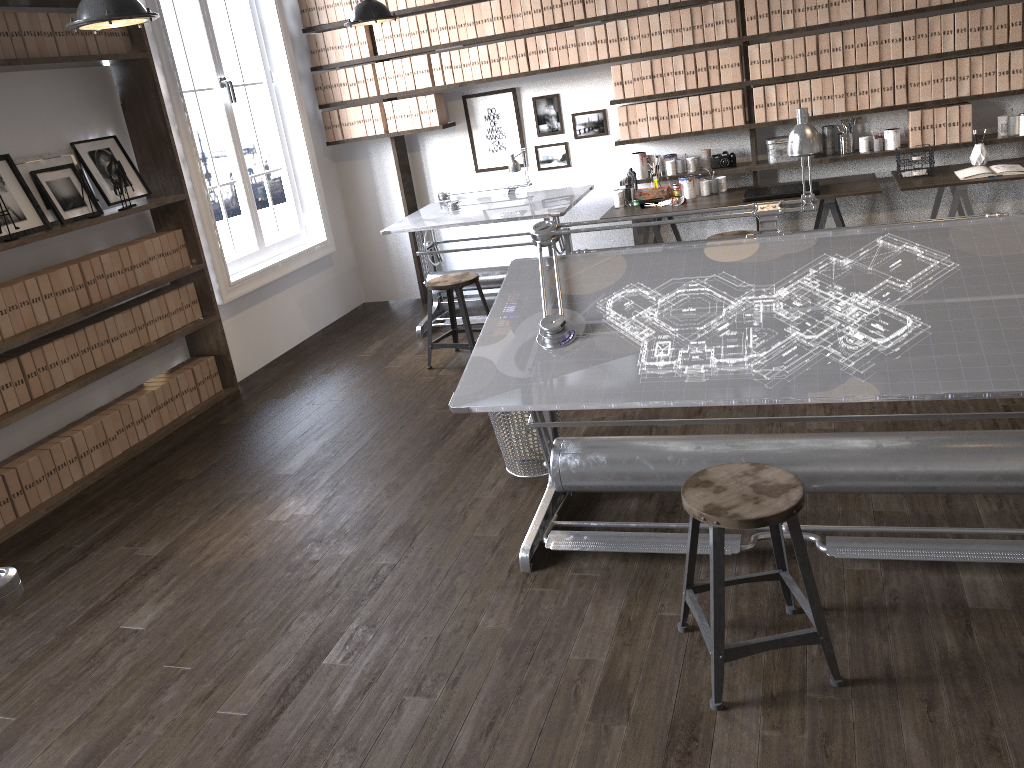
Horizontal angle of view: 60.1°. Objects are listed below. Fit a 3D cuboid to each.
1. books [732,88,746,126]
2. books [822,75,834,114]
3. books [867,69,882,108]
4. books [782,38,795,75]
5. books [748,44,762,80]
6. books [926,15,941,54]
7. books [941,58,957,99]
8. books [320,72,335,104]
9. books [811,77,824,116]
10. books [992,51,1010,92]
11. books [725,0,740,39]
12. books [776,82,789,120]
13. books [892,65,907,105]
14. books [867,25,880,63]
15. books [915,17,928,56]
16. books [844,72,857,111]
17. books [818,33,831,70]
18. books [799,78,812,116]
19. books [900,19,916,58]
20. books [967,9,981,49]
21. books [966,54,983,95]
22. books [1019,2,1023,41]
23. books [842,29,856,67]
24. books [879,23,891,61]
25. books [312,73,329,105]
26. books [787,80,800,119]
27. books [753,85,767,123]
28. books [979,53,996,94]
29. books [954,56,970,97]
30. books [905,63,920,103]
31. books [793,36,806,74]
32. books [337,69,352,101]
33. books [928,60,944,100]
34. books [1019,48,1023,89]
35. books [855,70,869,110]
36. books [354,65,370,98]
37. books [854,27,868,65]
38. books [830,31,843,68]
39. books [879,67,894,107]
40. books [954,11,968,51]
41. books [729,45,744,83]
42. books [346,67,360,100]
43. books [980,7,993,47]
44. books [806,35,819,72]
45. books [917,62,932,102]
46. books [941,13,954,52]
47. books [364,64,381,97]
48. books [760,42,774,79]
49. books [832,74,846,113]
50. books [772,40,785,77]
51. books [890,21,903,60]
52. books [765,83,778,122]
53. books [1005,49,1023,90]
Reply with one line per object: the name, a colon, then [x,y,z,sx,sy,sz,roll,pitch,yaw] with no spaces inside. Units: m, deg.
books: [1.498,-1.826,5.837,0.067,0.222,0.177,-3,19,20]
books: [2.017,-1.847,5.657,0.066,0.222,0.177,-3,19,20]
books: [2.276,-1.856,5.562,0.066,0.222,0.177,-3,19,20]
books: [1.768,-2.084,5.654,0.066,0.222,0.177,-3,19,20]
books: [1.572,-2.077,5.723,0.066,0.222,0.177,-3,19,20]
books: [2.557,-2.115,5.378,0.066,0.222,0.177,-3,19,20]
books: [2.672,-1.870,5.420,0.066,0.222,0.177,-3,19,20]
books: [-1.348,-2.234,6.663,0.066,0.222,0.177,-3,19,20]
books: [1.958,-1.844,5.676,0.066,0.222,0.177,-3,19,20]
books: [2.938,-1.881,5.327,0.067,0.222,0.177,-3,19,20]
books: [1.416,-2.338,5.685,0.066,0.222,0.177,-3,19,20]
books: [1.759,-1.838,5.751,0.066,0.222,0.177,-3,19,20]
books: [2.414,-1.861,5.513,0.067,0.222,0.177,-3,19,20]
books: [2.233,-2.100,5.486,0.067,0.222,0.177,-3,19,20]
books: [2.491,-2.112,5.399,0.066,0.222,0.177,-3,19,20]
books: [2.144,-1.852,5.613,0.066,0.222,0.177,-3,19,20]
books: [1.971,-2.093,5.585,0.066,0.222,0.177,-3,19,20]
books: [1.889,-1.841,5.699,0.067,0.222,0.177,-3,19,20]
books: [2.424,-2.108,5.419,0.067,0.222,0.177,-3,19,20]
books: [2.757,-2.120,5.300,0.067,0.222,0.177,-3,19,20]
books: [2.808,-1.878,5.379,0.066,0.222,0.177,-3,19,20]
books: [3.030,-2.133,5.210,0.066,0.222,0.177,-3,19,20]
books: [2.105,-2.098,5.537,0.066,0.222,0.177,-3,19,20]
books: [2.297,-2.105,5.468,0.066,0.222,0.177,-3,19,20]
books: [-1.414,-2.229,6.681,0.067,0.222,0.177,-3,19,20]
books: [1.824,-1.840,5.726,0.066,0.222,0.177,-3,19,20]
books: [1.623,-1.830,5.792,0.066,0.222,0.177,-3,19,20]
books: [2.873,-1.879,5.354,0.066,0.222,0.177,-3,19,20]
books: [2.741,-1.874,5.399,0.066,0.222,0.177,-3,19,20]
books: [2.485,-1.865,5.493,0.066,0.222,0.177,-3,19,20]
books: [1.831,-2.088,5.635,0.066,0.222,0.177,-3,19,20]
books: [-1.216,-2.238,6.612,0.066,0.222,0.177,-3,19,20]
books: [2.604,-1.867,5.444,0.067,0.222,0.177,-3,19,20]
books: [3.067,-1.887,5.285,0.066,0.222,0.177,-3,19,20]
books: [2.211,-1.855,5.590,0.066,0.222,0.177,-3,19,20]
books: [-1.079,-2.242,6.563,0.067,0.222,0.177,-3,19,20]
books: [2.171,-2.100,5.513,0.066,0.222,0.177,-3,19,20]
books: [2.037,-2.094,5.557,0.066,0.222,0.177,-3,19,20]
books: [2.344,-1.860,5.543,0.066,0.222,0.177,-3,19,20]
books: [2.689,-2.117,5.324,0.066,0.222,0.177,-3,19,20]
books: [1.459,-2.078,5.757,0.067,0.222,0.177,-3,19,20]
books: [-1.148,-2.242,6.593,0.066,0.222,0.177,-3,19,20]
books: [2.818,-2.124,5.282,0.066,0.222,0.177,-3,19,20]
books: [1.899,-2.088,5.605,0.067,0.222,0.177,-3,19,20]
books: [2.546,-1.867,5.469,0.066,0.222,0.177,-3,19,20]
books: [2.622,-2.116,5.351,0.066,0.222,0.177,-3,19,20]
books: [-1.008,-2.247,6.543,0.066,0.222,0.177,-3,19,20]
books: [1.640,-2.078,5.696,0.066,0.222,0.177,-3,19,20]
books: [2.079,-1.848,5.630,0.067,0.222,0.177,-3,19,20]
books: [1.708,-2.080,5.671,0.067,0.222,0.177,-3,19,20]
books: [2.356,-2.106,5.445,0.066,0.222,0.177,-3,19,20]
books: [1.692,-1.834,5.771,0.066,0.222,0.177,-3,19,20]
books: [3.007,-1.884,5.305,0.066,0.222,0.177,-3,19,20]
